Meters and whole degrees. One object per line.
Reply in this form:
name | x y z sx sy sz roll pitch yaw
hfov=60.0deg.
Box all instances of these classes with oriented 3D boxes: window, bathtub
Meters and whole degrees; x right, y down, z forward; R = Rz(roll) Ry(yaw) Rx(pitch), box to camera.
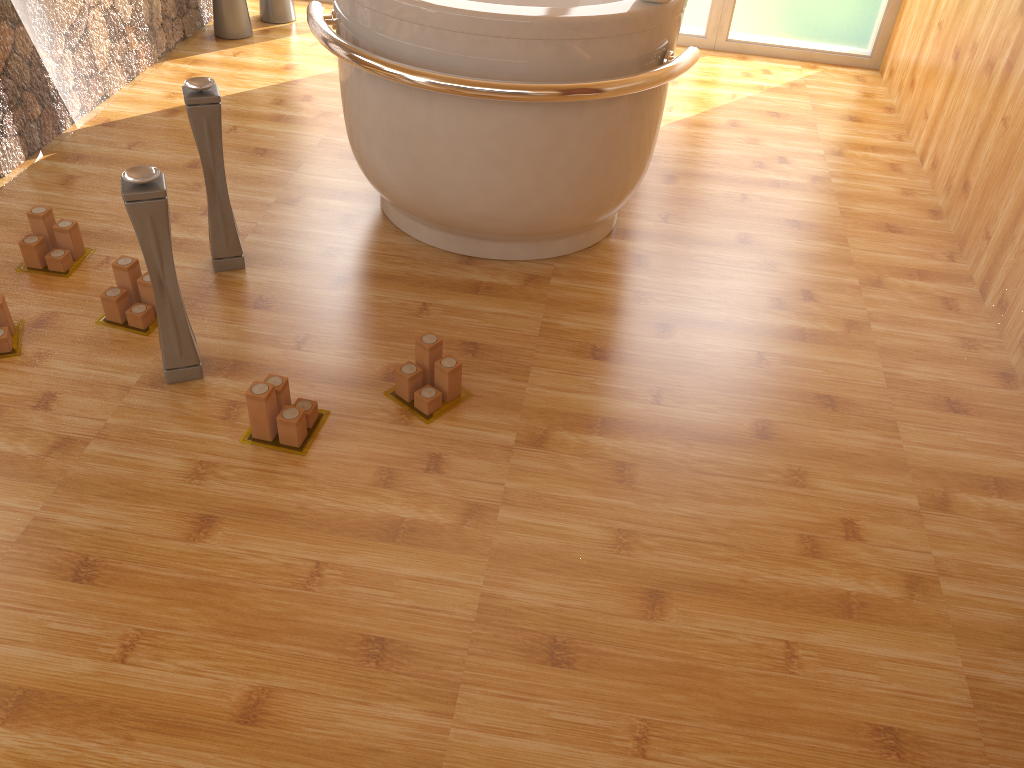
window | 1.285 -2.179 3.179 0.596 1.900 0.010 9 40 4
window | 0.604 -2.282 3.231 0.587 1.900 0.010 9 40 4
bathtub | 0.081 -1.144 2.674 0.977 0.900 1.946 10 40 6

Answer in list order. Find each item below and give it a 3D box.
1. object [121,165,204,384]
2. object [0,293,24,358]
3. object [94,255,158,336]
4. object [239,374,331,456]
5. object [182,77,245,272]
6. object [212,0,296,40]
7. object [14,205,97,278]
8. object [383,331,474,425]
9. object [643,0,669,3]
object | -1.441 -1.299 1.905 0.347 1.921 2.276 -25 48 -31
object | -1.174 -0.144 1.953 0.141 0.131 0.141 -10 42 -17
object | -0.885 -0.217 2.071 0.141 0.131 0.141 14 41 11
object | -0.467 0.040 1.809 0.141 0.131 0.141 11 40 7
object | -0.720 -0.497 2.151 0.080 0.478 0.080 -10 42 -18
object | -0.945 -1.946 3.357 0.284 1.112 0.655 23 43 20
object | -1.157 -0.366 2.220 0.141 0.131 0.141 8 40 4
object | -0.180 -0.026 1.918 0.141 0.131 0.141 32 47 29
object | 0.329 -0.908 1.989 0.105 0.077 0.166 14 41 11
